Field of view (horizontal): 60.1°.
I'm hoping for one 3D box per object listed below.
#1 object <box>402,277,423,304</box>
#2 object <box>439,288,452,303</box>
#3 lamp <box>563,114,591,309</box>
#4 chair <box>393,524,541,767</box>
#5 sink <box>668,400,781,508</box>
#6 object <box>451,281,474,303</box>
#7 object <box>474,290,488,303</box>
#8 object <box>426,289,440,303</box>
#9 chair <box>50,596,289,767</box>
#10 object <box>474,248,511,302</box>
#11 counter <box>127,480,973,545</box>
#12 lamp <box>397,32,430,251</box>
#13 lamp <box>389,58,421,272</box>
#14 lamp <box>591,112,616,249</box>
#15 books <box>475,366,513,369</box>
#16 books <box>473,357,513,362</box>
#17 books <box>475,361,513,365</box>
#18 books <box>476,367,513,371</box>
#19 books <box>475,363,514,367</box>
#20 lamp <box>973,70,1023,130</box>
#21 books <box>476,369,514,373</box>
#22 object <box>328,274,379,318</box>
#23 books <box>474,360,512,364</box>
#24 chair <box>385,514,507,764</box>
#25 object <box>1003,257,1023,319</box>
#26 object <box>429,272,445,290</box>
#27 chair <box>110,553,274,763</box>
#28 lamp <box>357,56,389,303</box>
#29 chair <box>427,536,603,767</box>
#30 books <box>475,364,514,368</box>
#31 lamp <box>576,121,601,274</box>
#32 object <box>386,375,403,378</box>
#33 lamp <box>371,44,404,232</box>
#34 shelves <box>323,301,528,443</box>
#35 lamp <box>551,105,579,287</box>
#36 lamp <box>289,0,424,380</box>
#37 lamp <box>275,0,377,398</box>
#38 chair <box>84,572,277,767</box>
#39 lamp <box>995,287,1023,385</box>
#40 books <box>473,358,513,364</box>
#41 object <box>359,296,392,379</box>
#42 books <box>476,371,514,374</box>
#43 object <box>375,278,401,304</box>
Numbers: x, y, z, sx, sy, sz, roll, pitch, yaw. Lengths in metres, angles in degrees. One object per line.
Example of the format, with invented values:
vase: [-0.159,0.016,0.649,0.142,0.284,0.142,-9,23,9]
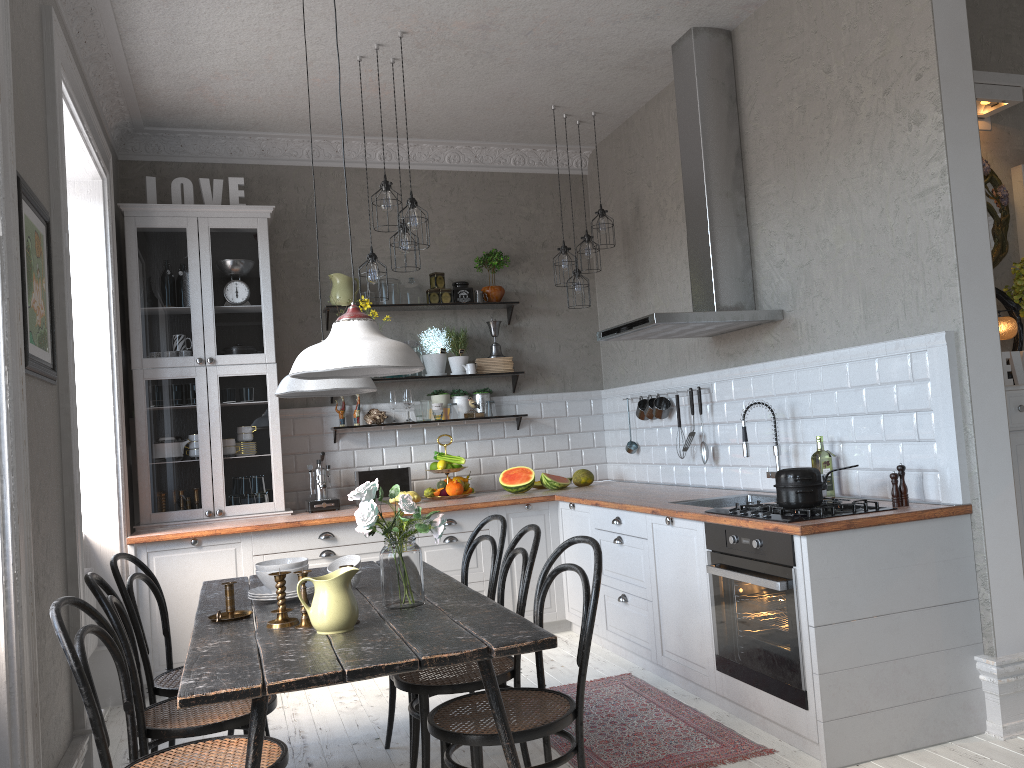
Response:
object: [-0.687,-0.626,6.109,0.137,0.220,0.142,-6,-4,31]
object: [-0.454,-0.592,6.079,0.083,0.113,0.082,-4,-3,-9]
lamp: [0.375,-1.360,5.775,0.143,1.734,0.150,-7,-4,43]
chair: [-0.140,0.982,3.119,0.554,0.920,0.434,-4,-3,-11]
sink: [1.075,0.443,4.212,0.535,0.720,0.479,-3,-3,-19]
object: [-0.354,-0.625,6.169,0.144,0.174,0.140,-3,-3,-19]
object: [-0.216,-0.599,6.113,0.094,0.096,0.073,-3,-3,-18]
object: [-0.539,-0.587,6.053,0.084,0.113,0.081,-3,-3,-19]
chair: [-0.871,0.992,2.316,0.554,0.920,0.434,-4,-3,-11]
object: [-0.126,-0.752,6.211,0.260,0.397,0.242,-4,-3,6]
counter: [-0.264,0.678,4.404,3.204,0.039,3.345,-3,-3,-19]
lamp: [-0.545,-1.542,4.449,0.144,1.734,0.149,-6,-3,28]
lamp: [-0.624,-1.469,4.745,0.149,1.734,0.144,-2,-4,-32]
lamp: [0.536,-1.753,5.795,0.143,1.734,0.150,-7,-4,43]
books: [-0.129,-0.108,6.194,0.263,0.016,0.156,-4,-3,-10]
books: [-0.134,-0.172,6.197,0.264,0.011,0.156,-3,-3,-13]
books: [-0.131,-0.140,6.196,0.264,0.011,0.156,-3,-3,-13]
books: [-0.128,-0.097,6.193,0.262,0.016,0.157,-4,-3,-7]
books: [-0.131,-0.130,6.195,0.264,0.011,0.156,-3,-3,-16]
lamp: [2.034,-1.251,3.913,0.421,0.171,0.216,-3,-3,-19]
books: [-0.128,-0.086,6.193,0.264,0.011,0.156,-3,-3,-13]
object: [-1.096,-0.359,5.792,0.331,0.674,0.341,-7,-4,40]
books: [-0.132,-0.151,6.196,0.262,0.016,0.157,-4,-3,-7]
chair: [-0.267,1.017,3.579,0.557,0.920,0.431,-3,-3,-21]
object: [2.303,-0.280,3.800,0.294,0.553,0.344,-5,-3,15]
object: [-0.511,-0.701,6.058,0.084,0.113,0.081,-2,-4,-39]
chair: [-1.167,1.068,3.299,0.552,0.920,0.435,-4,-3,-7]
lamp: [-0.780,-1.302,4.681,0.144,1.734,0.150,-6,-4,38]
chair: [0.022,0.943,2.619,0.557,0.920,0.431,-3,-3,-21]
books: [-0.130,-0.118,6.194,0.264,0.011,0.156,-3,-3,-13]
lamp: [0.455,-1.611,5.934,0.144,1.734,0.149,-5,-3,23]
object: [-0.806,-0.116,5.980,0.127,0.172,0.124,-3,-3,-15]
lamp: [-0.693,-1.655,4.572,0.149,1.734,0.144,-2,-4,-32]
shelves: [-0.575,-0.073,6.027,1.334,0.923,0.225,-3,-3,-20]
lamp: [0.283,-1.485,5.612,0.145,1.734,0.148,-5,-3,13]
lamp: [-0.508,-0.951,2.585,0.374,1.858,0.384,-5,-3,19]
lamp: [-0.772,-0.885,3.424,0.383,1.858,0.376,-4,-3,-11]
chair: [-1.039,1.033,2.836,0.557,0.920,0.431,-3,-3,-21]
lamp: [2.022,-0.145,3.773,0.453,0.558,0.170,-4,-3,-12]
books: [-0.133,-0.161,6.197,0.263,0.016,0.156,-4,-3,-10]
object: [-0.911,-0.304,5.806,0.195,0.540,0.276,-3,-3,-27]
books: [-0.127,-0.075,6.192,0.264,0.011,0.156,-3,-3,-16]
object: [-0.829,-0.606,5.959,0.170,0.184,0.174,-5,-3,20]
